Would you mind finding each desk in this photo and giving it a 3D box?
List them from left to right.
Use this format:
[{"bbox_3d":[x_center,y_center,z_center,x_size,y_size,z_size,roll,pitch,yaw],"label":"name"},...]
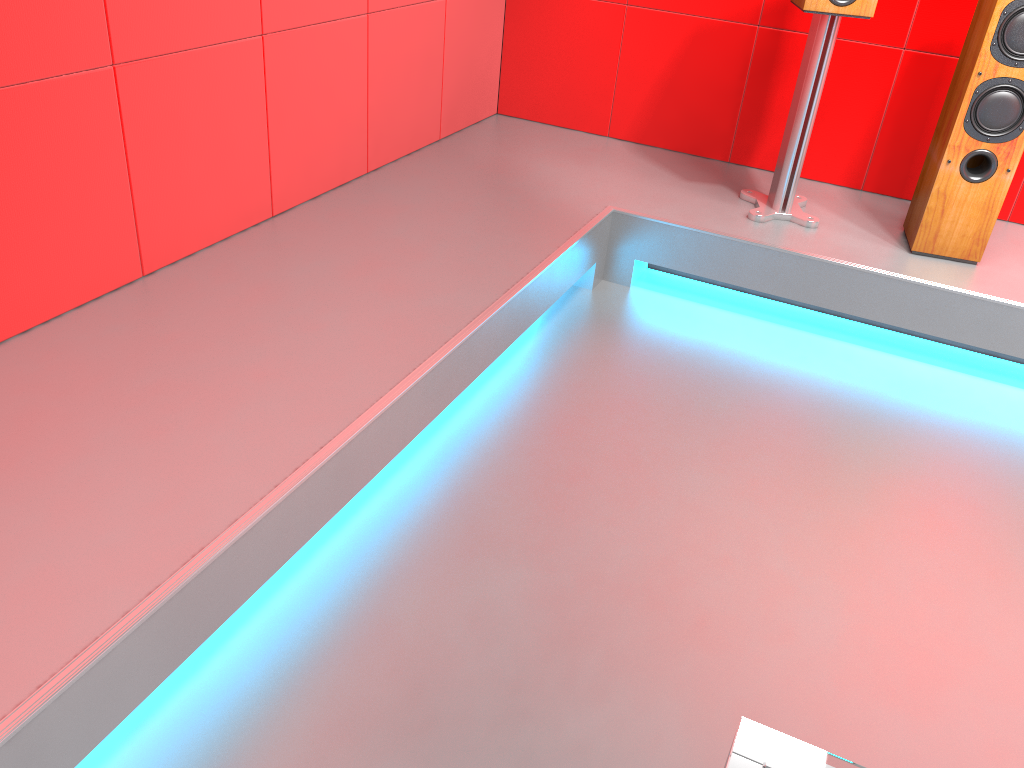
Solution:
[{"bbox_3d":[0.705,0.879,0.391,1.617,0.690,0.594,18,33,19],"label":"desk"}]

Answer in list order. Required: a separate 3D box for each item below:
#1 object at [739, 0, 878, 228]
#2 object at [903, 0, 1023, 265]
[{"bbox_3d":[0.945,-1.035,2.728,0.231,1.058,0.265,7,31,2],"label":"object"},{"bbox_3d":[1.412,-0.885,2.565,0.203,1.052,0.238,12,32,10],"label":"object"}]
